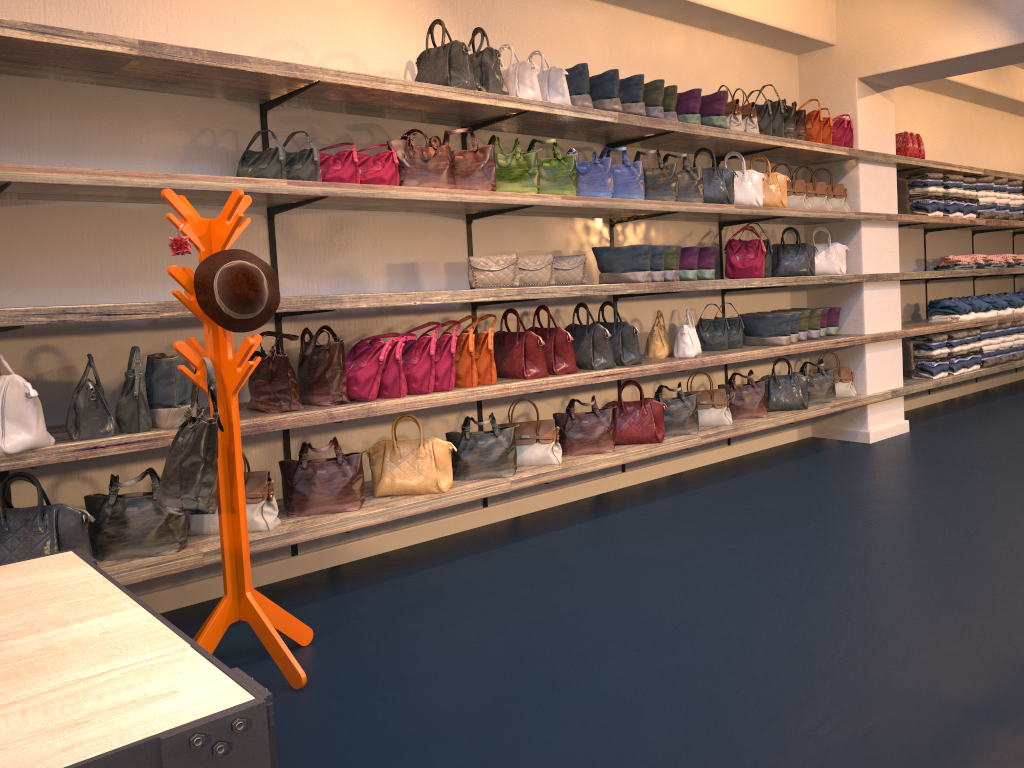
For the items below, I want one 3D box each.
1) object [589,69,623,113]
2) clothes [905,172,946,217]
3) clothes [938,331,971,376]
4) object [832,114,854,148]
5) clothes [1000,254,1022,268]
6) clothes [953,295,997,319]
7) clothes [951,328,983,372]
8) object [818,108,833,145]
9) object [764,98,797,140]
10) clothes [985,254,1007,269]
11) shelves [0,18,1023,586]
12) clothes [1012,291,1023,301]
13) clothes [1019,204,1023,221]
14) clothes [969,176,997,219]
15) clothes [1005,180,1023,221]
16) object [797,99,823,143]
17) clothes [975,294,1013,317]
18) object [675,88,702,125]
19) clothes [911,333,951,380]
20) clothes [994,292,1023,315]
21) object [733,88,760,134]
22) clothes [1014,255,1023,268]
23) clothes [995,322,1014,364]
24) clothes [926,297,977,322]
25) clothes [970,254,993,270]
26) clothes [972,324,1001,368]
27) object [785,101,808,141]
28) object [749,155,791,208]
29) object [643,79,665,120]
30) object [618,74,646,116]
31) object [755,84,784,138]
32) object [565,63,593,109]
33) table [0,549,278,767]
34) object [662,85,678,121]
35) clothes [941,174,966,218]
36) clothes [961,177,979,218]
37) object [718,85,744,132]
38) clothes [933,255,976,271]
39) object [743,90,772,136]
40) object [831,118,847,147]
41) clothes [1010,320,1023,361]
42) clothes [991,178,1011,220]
[{"bbox_3d":[0.488,-1.655,4.993,0.194,0.231,0.383,-6,7,-37],"label":"object"},{"bbox_3d":[3.713,-1.694,7.788,0.346,0.409,0.234,-6,5,-34],"label":"clothes"},{"bbox_3d":[4.096,-0.296,8.099,0.346,0.409,0.234,-6,5,-34],"label":"clothes"},{"bbox_3d":[2.547,-1.970,6.810,0.240,0.309,0.225,-2,4,11],"label":"object"},{"bbox_3d":[5.185,-1.295,9.165,0.292,0.154,0.384,3,8,44],"label":"clothes"},{"bbox_3d":[4.534,-0.761,8.624,0.459,0.240,0.396,-5,6,-25],"label":"clothes"},{"bbox_3d":[4.351,-0.334,8.354,0.346,0.409,0.234,-6,5,-34],"label":"clothes"},{"bbox_3d":[2.316,-1.953,6.630,0.248,0.329,0.232,-2,4,8],"label":"object"},{"bbox_3d":[1.910,-1.914,6.319,0.292,0.337,0.287,-2,5,2],"label":"object"},{"bbox_3d":[4.898,-1.252,8.942,0.336,0.158,0.334,-4,6,-19],"label":"clothes"},{"bbox_3d":[4.731,-0.457,3.991,18.327,2.219,7.936,-8,8,-41],"label":"shelves"},{"bbox_3d":[5.563,-0.902,9.523,0.459,0.240,0.396,-5,6,-25],"label":"clothes"},{"bbox_3d":[5.658,-1.903,9.452,0.355,0.298,0.340,-6,6,-37],"label":"clothes"},{"bbox_3d":[4.580,-1.828,8.535,0.358,0.454,0.250,-5,5,-28],"label":"clothes"},{"bbox_3d":[5.145,-1.905,9.029,0.358,0.454,0.250,-5,5,-28],"label":"clothes"},{"bbox_3d":[2.206,-1.965,6.533,0.248,0.384,0.232,-2,4,8],"label":"object"},{"bbox_3d":[4.864,-0.806,8.911,0.467,0.240,0.389,-7,8,-41],"label":"clothes"},{"bbox_3d":[1.050,-1.737,5.551,0.383,0.235,0.194,3,7,45],"label":"object"},{"bbox_3d":[3.795,-0.258,7.868,0.346,0.409,0.234,-6,5,-34],"label":"clothes"},{"bbox_3d":[5.200,-0.852,9.205,0.467,0.240,0.389,-7,8,-41],"label":"clothes"},{"bbox_3d":[1.541,-1.850,5.926,0.177,0.334,0.328,-5,5,-28],"label":"object"},{"bbox_3d":[5.505,-1.335,9.473,0.336,0.158,0.334,-4,6,-19],"label":"clothes"},{"bbox_3d":[4.930,-0.429,8.850,0.358,0.454,0.250,-5,5,-28],"label":"clothes"},{"bbox_3d":[4.171,-0.711,8.306,0.467,0.240,0.389,-7,8,-41],"label":"clothes"},{"bbox_3d":[4.594,-1.214,8.649,0.292,0.154,0.384,3,8,44],"label":"clothes"},{"bbox_3d":[4.661,-0.392,8.615,0.358,0.454,0.250,-5,5,-28],"label":"clothes"},{"bbox_3d":[2.054,-1.937,6.472,0.235,0.337,0.347,-5,6,-33],"label":"object"},{"bbox_3d":[1.766,-1.426,6.145,0.434,0.384,0.189,-3,4,-6],"label":"object"},{"bbox_3d":[0.768,-1.694,5.268,0.383,0.235,0.194,3,7,45],"label":"object"},{"bbox_3d":[0.629,-1.674,5.116,0.383,0.231,0.194,3,7,42],"label":"object"},{"bbox_3d":[1.797,-1.916,6.147,0.148,0.409,0.269,-6,5,-44],"label":"object"},{"bbox_3d":[0.332,-1.639,4.857,0.194,0.243,0.318,-4,6,-19],"label":"object"},{"bbox_3d":[-1.750,0.962,0.907,2.763,0.738,1.134,-8,8,-41],"label":"table"},{"bbox_3d":[0.888,-1.719,5.448,0.194,0.235,0.383,-6,7,-40],"label":"object"},{"bbox_3d":[4.014,-1.731,8.019,0.346,0.409,0.234,-6,5,-34],"label":"clothes"},{"bbox_3d":[4.270,-1.770,8.274,0.346,0.409,0.234,-6,5,-34],"label":"clothes"},{"bbox_3d":[1.405,-1.831,5.807,0.177,0.334,0.328,-5,5,-28],"label":"object"},{"bbox_3d":[4.307,-1.172,8.426,0.336,0.158,0.334,-4,6,-19],"label":"clothes"},{"bbox_3d":[1.684,-1.873,6.049,0.148,0.351,0.269,-6,6,-44],"label":"object"},{"bbox_3d":[2.471,-1.940,6.728,0.302,0.283,0.258,-3,5,-4],"label":"object"},{"bbox_3d":[5.226,-0.469,9.108,0.358,0.454,0.250,-5,5,-28],"label":"clothes"},{"bbox_3d":[4.849,-1.865,8.770,0.358,0.454,0.250,-5,5,-28],"label":"clothes"}]
